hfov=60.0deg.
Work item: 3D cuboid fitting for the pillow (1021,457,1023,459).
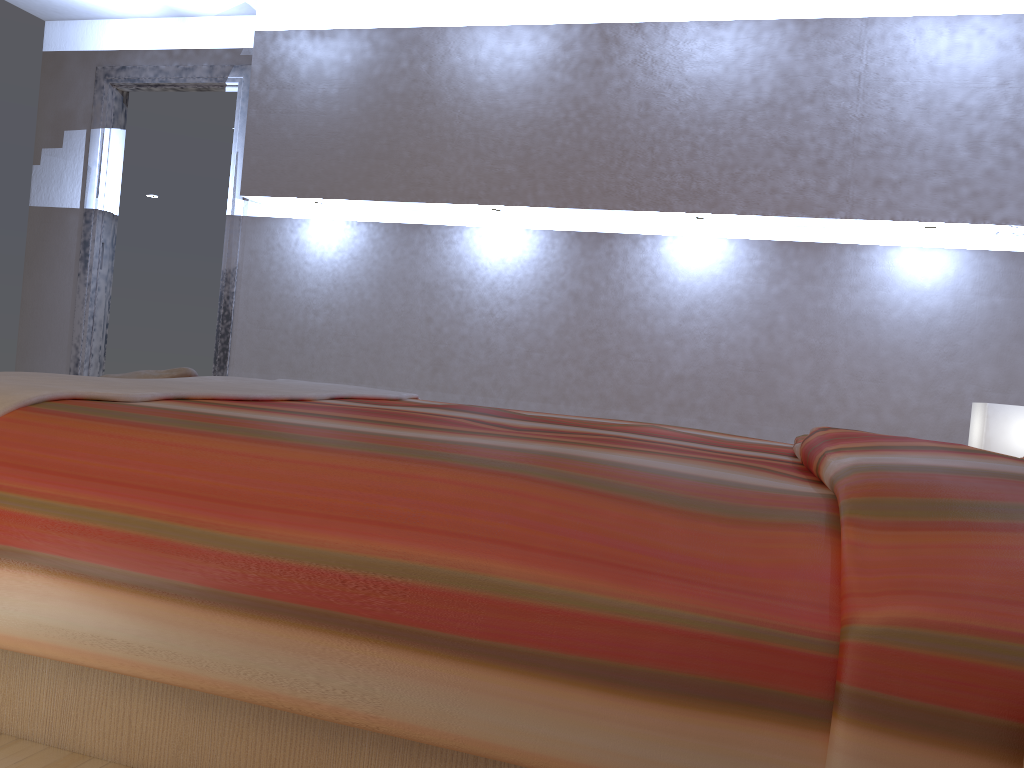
[{"bbox_3d":[1.542,0.228,2.103,0.492,0.180,0.572,6,1,17],"label":"pillow"}]

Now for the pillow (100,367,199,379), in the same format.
[{"bbox_3d":[-1.172,0.050,2.790,0.470,0.241,0.498,5,1,-19],"label":"pillow"}]

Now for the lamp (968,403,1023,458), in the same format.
[{"bbox_3d":[1.793,0.288,2.810,0.318,0.515,0.684,5,1,-45],"label":"lamp"}]

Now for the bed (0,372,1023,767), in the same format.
[{"bbox_3d":[0.248,0.114,2.033,3.009,0.994,2.087,6,1,17],"label":"bed"}]
